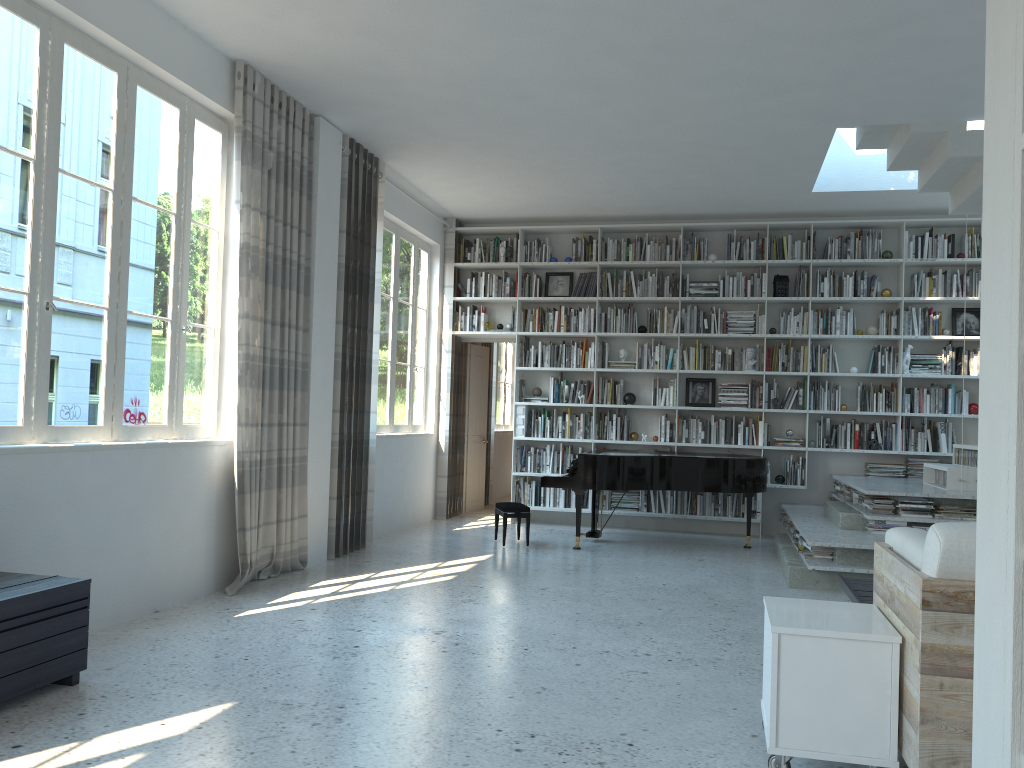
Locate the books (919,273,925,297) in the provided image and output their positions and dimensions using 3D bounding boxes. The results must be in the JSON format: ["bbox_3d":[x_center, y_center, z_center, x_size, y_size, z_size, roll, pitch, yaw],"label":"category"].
[{"bbox_3d":[3.986,-0.939,8.620,0.026,0.250,0.130,2,-2,13],"label":"books"}]

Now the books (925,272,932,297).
[{"bbox_3d":[4.032,-0.944,8.590,0.026,0.261,0.167,2,-2,13],"label":"books"}]

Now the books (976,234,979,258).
[{"bbox_3d":[4.456,-1.298,8.519,0.017,0.257,0.146,2,-2,13],"label":"books"}]

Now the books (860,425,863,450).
[{"bbox_3d":[3.426,0.520,8.709,0.021,0.242,0.131,2,-2,13],"label":"books"}]

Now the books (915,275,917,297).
[{"bbox_3d":[3.915,-0.934,8.628,0.013,0.236,0.142,2,-2,13],"label":"books"}]

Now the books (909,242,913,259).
[{"bbox_3d":[3.868,-1.276,8.630,0.022,0.182,0.190,2,-2,13],"label":"books"}]

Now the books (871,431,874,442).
[{"bbox_3d":[3.515,0.552,8.672,0.025,0.181,0.169,2,-2,13],"label":"books"}]

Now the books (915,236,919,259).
[{"bbox_3d":[3.918,-1.304,8.625,0.026,0.241,0.184,2,-2,13],"label":"books"}]

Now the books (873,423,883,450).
[{"bbox_3d":[3.571,0.511,8.656,0.070,0.266,0.186,1,-2,13],"label":"books"}]

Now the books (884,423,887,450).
[{"bbox_3d":[3.630,0.514,8.653,0.021,0.264,0.150,2,-2,13],"label":"books"}]

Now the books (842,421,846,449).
[{"bbox_3d":[3.269,0.504,8.736,0.014,0.268,0.171,2,-2,13],"label":"books"}]

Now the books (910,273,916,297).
[{"bbox_3d":[3.904,-0.943,8.633,0.012,0.254,0.161,2,-2,13],"label":"books"}]

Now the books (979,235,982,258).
[{"bbox_3d":[4.468,-1.288,8.494,0.018,0.235,0.186,2,-2,13],"label":"books"}]

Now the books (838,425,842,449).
[{"bbox_3d":[3.226,0.519,8.753,0.029,0.234,0.142,2,-2,13],"label":"books"}]

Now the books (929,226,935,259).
[{"bbox_3d":[4.065,-1.346,8.591,0.014,0.332,0.180,2,-2,13],"label":"books"}]

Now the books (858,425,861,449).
[{"bbox_3d":[3.402,0.522,8.707,0.025,0.237,0.156,2,-2,13],"label":"books"}]

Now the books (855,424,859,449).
[{"bbox_3d":[3.372,0.518,8.700,0.031,0.244,0.184,2,-2,13],"label":"books"}]

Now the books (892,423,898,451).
[{"bbox_3d":[3.724,0.512,8.620,0.025,0.272,0.171,2,-2,13],"label":"books"}]

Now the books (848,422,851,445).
[{"bbox_3d":[3.325,0.509,8.745,0.016,0.260,0.098,2,-2,13],"label":"books"}]

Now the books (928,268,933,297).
[{"bbox_3d":[4.052,-0.961,8.594,0.011,0.296,0.162,2,-2,13],"label":"books"}]

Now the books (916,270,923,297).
[{"bbox_3d":[3.947,-0.956,8.621,0.051,0.282,0.166,2,-2,13],"label":"books"}]

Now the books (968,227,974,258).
[{"bbox_3d":[4.406,-1.332,8.517,0.007,0.320,0.165,2,-2,13],"label":"books"}]

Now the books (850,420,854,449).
[{"bbox_3d":[3.345,0.497,8.727,0.012,0.285,0.159,2,-2,13],"label":"books"}]

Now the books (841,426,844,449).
[{"bbox_3d":[3.251,0.523,8.743,0.024,0.228,0.159,2,-2,13],"label":"books"}]

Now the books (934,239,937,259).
[{"bbox_3d":[4.091,-1.289,8.608,0.030,0.220,0.133,2,-2,13],"label":"books"}]

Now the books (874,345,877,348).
[{"bbox_3d":[3.567,-0.233,8.703,0.016,0.290,0.135,2,-2,13],"label":"books"}]

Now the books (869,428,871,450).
[{"bbox_3d":[3.495,0.537,8.684,0.022,0.211,0.135,2,-2,13],"label":"books"}]

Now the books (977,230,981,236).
[{"bbox_3d":[4.491,-1.319,8.510,0.020,0.299,0.131,2,-2,13],"label":"books"}]

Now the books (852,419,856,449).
[{"bbox_3d":[3.351,0.492,8.703,0.012,0.293,0.175,2,-2,13],"label":"books"}]

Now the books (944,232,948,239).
[{"bbox_3d":[4.191,-1.315,8.587,0.012,0.279,0.153,2,-2,13],"label":"books"}]

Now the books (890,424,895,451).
[{"bbox_3d":[3.699,0.518,8.625,0.026,0.258,0.157,2,-2,13],"label":"books"}]

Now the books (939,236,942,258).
[{"bbox_3d":[4.125,-1.296,8.580,0.022,0.236,0.172,2,-2,13],"label":"books"}]

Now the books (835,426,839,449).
[{"bbox_3d":[3.204,0.527,8.748,0.011,0.217,0.175,2,-2,13],"label":"books"}]

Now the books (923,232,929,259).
[{"bbox_3d":[4.007,-1.320,8.614,0.048,0.278,0.150,2,-2,13],"label":"books"}]

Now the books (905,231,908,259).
[{"bbox_3d":[3.836,-1.332,8.659,0.028,0.294,0.150,2,-2,13],"label":"books"}]

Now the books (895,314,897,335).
[{"bbox_3d":[3.742,-0.563,8.663,0.013,0.221,0.155,2,-2,13],"label":"books"}]

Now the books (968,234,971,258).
[{"bbox_3d":[4.378,-1.298,8.523,0.016,0.251,0.189,2,-2,13],"label":"books"}]

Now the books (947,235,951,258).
[{"bbox_3d":[4.219,-1.302,8.577,0.012,0.254,0.161,2,-2,13],"label":"books"}]

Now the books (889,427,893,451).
[{"bbox_3d":[3.673,0.532,8.624,0.025,0.228,0.176,2,-2,13],"label":"books"}]

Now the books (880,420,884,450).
[{"bbox_3d":[3.614,0.499,8.656,0.013,0.294,0.134,2,-2,13],"label":"books"}]

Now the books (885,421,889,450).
[{"bbox_3d":[3.662,0.506,8.659,0.012,0.282,0.143,2,-2,13],"label":"books"}]

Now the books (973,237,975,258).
[{"bbox_3d":[4.410,-1.285,8.507,0.007,0.226,0.170,2,-2,13],"label":"books"}]

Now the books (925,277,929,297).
[{"bbox_3d":[4.005,-0.918,8.591,0.025,0.207,0.175,2,-2,13],"label":"books"}]

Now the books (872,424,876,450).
[{"bbox_3d":[3.535,0.519,8.671,0.012,0.249,0.164,2,-2,13],"label":"books"}]

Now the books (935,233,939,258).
[{"bbox_3d":[4.108,-1.310,8.584,0.014,0.262,0.168,2,-2,13],"label":"books"}]

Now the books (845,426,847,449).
[{"bbox_3d":[3.283,0.527,8.738,0.012,0.221,0.153,2,-2,13],"label":"books"}]

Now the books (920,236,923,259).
[{"bbox_3d":[3.974,-1.306,8.639,0.027,0.249,0.140,2,-2,13],"label":"books"}]

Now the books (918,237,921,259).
[{"bbox_3d":[3.945,-1.298,8.627,0.024,0.231,0.168,2,-2,13],"label":"books"}]

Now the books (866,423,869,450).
[{"bbox_3d":[3.472,0.511,8.688,0.026,0.263,0.169,2,-2,13],"label":"books"}]

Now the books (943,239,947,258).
[{"bbox_3d":[4.166,-1.278,8.565,0.024,0.202,0.190,2,-2,13],"label":"books"}]

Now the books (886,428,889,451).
[{"bbox_3d":[3.643,0.536,8.637,0.013,0.220,0.168,2,-2,13],"label":"books"}]

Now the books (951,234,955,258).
[{"bbox_3d":[4.236,-1.304,8.560,0.030,0.257,0.165,2,-2,13],"label":"books"}]

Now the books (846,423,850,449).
[{"bbox_3d":[3.298,0.511,8.718,0.025,0.252,0.181,2,-2,13],"label":"books"}]

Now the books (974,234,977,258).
[{"bbox_3d":[4.429,-1.295,8.510,0.031,0.248,0.164,2,-2,13],"label":"books"}]

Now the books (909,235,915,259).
[{"bbox_3d":[3.895,-1.309,8.636,0.025,0.250,0.178,2,-2,13],"label":"books"}]

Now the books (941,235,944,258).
[{"bbox_3d":[4.148,-1.304,8.584,0.021,0.254,0.151,2,-2,13],"label":"books"}]

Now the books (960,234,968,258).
[{"bbox_3d":[4.343,-1.301,8.523,0.019,0.256,0.169,2,-2,13],"label":"books"}]

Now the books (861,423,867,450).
[{"bbox_3d":[3.445,0.510,8.687,0.026,0.262,0.173,2,-2,13],"label":"books"}]

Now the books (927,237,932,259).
[{"bbox_3d":[4.045,-1.295,8.606,0.030,0.231,0.148,2,-2,13],"label":"books"}]
